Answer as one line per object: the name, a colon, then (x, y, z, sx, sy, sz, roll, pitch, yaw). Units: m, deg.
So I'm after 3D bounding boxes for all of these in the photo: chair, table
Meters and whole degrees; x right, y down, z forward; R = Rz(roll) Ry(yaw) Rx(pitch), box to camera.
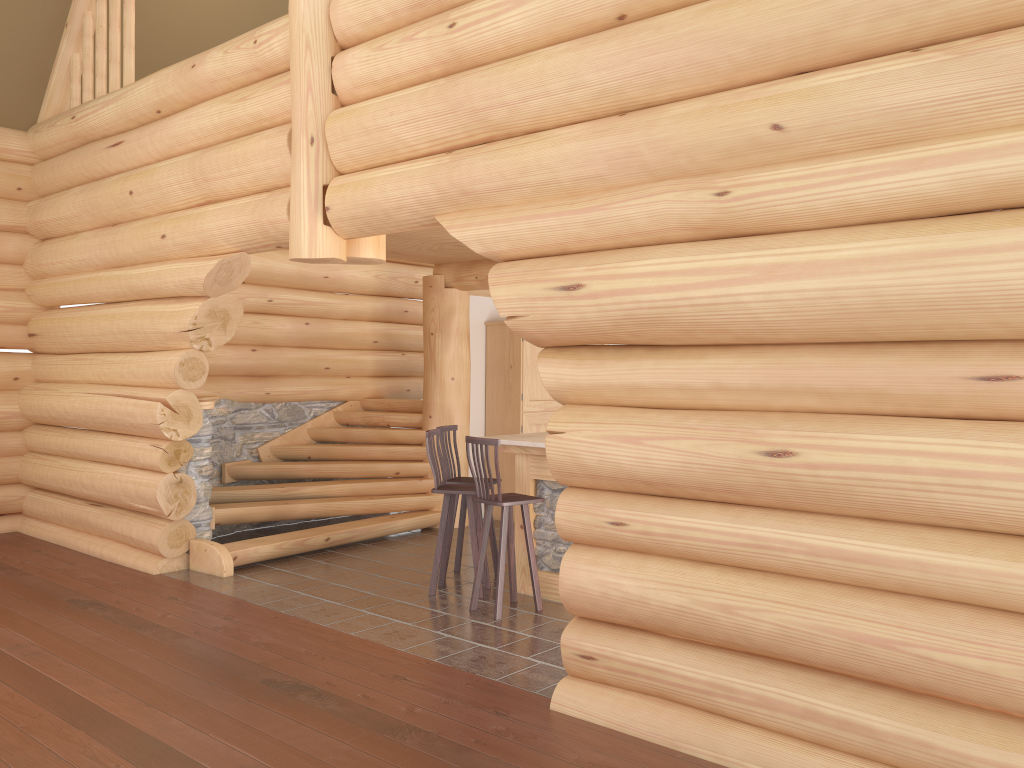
chair: (-0.444, 1.042, 7.254, 0.504, 1.319, 0.406, 1, 1, 10)
table: (1.272, 1.095, 6.777, 3.220, 1.257, 1.196, 1, 1, 41)
chair: (-0.059, 1.053, 6.686, 0.504, 1.319, 0.406, 0, 1, -39)
chair: (-0.383, 1.035, 7.772, 0.504, 1.319, 0.406, 1, 1, 21)

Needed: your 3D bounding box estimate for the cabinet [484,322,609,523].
cabinet: (0.498, 0.447, 11.360, 0.670, 2.403, 1.847, 1, 1, 41)

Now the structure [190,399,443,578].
structure: (-2.242, 0.834, 9.693, 1.951, 1.643, 3.604, 1, 1, 35)
